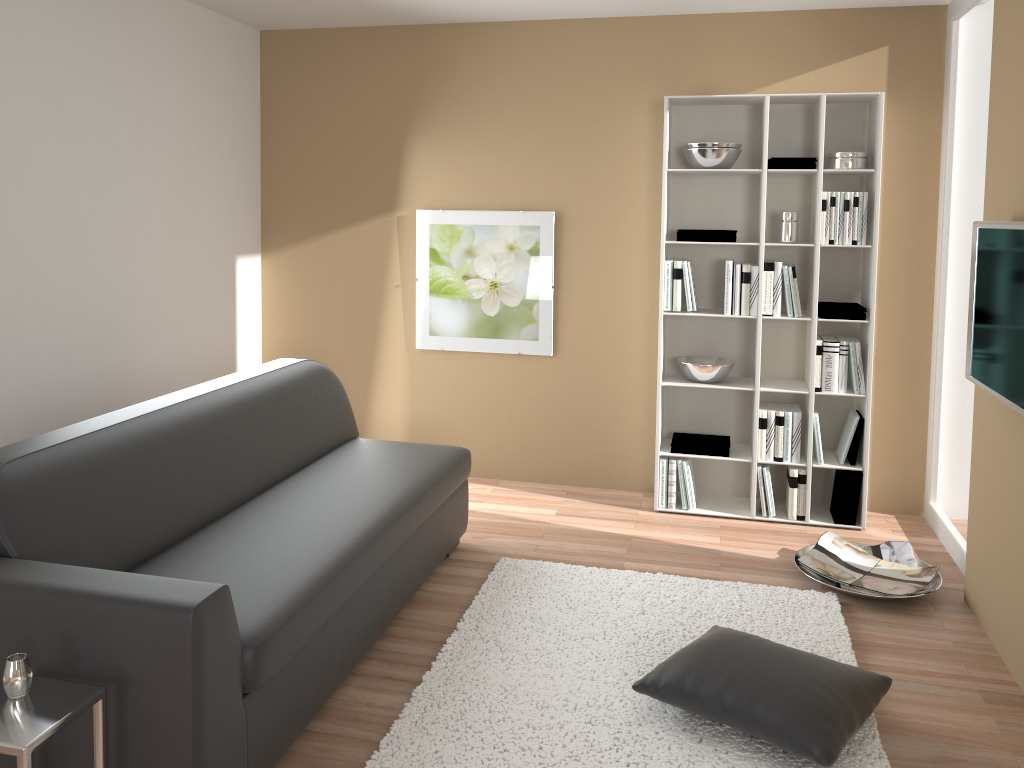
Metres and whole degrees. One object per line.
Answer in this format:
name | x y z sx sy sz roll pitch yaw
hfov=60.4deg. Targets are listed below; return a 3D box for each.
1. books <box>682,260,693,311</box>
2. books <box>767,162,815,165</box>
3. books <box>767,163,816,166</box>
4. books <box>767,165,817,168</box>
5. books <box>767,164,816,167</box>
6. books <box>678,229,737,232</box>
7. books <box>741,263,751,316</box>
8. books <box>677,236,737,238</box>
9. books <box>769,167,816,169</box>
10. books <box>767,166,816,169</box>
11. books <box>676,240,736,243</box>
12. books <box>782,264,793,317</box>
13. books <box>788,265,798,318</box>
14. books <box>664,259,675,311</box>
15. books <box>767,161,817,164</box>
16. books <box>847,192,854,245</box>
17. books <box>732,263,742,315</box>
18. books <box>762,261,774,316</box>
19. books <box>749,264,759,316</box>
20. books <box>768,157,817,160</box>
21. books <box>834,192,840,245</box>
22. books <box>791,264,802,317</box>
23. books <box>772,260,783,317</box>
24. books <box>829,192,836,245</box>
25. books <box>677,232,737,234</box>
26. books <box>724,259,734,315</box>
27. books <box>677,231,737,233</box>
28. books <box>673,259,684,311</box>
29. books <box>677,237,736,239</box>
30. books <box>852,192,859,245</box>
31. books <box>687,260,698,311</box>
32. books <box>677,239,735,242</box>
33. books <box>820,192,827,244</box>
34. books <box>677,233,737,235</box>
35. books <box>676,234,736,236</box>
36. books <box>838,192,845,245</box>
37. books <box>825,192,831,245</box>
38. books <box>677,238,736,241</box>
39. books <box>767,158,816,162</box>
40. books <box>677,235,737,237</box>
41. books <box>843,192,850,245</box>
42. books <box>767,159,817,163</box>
books | 0.918 -0.518 4.598 0.060 0.257 0.210 2 7 14
books | 1.411 -1.121 4.485 0.210 0.006 0.302 3 11 9
books | 1.412 -1.114 4.483 0.210 0.006 0.302 2 11 8
books | 1.413 -1.105 4.488 0.210 0.006 0.302 2 11 6
books | 1.412 -1.109 4.484 0.210 0.006 0.302 2 11 8
books | 1.017 -0.798 4.575 0.297 0.006 0.213 3 11 13
books | 1.202 -0.491 4.532 0.040 0.256 0.210 2 7 13
books | 1.013 -0.766 4.578 0.297 0.006 0.213 3 11 13
books | 1.412 -1.093 4.486 0.210 0.006 0.302 2 11 8
books | 1.412 -1.098 4.486 0.210 0.006 0.302 2 11 8
books | 1.011 -0.744 4.579 0.297 0.007 0.213 3 11 13
books | 1.404 -0.481 4.498 0.060 0.257 0.210 2 7 13
books | 1.428 -0.477 4.488 0.058 0.255 0.210 2 7 13
books | 0.826 -0.524 4.623 0.040 0.256 0.210 2 7 13
books | 1.416 -1.126 4.483 0.210 0.008 0.302 2 11 8
books | 1.680 -0.827 4.396 0.020 0.256 0.210 2 7 13
books | 1.163 -0.494 4.547 0.040 0.256 0.210 2 7 13
books | 1.311 -0.494 4.522 0.053 0.270 0.210 2 7 13
books | 1.244 -0.486 4.530 0.040 0.249 0.210 2 7 13
books | 1.412 -1.141 4.479 0.210 0.006 0.302 2 11 8
books | 1.616 -0.830 4.410 0.020 0.256 0.210 2 7 13
books | 1.449 -0.481 4.500 0.058 0.255 0.210 2 7 13
books | 1.358 -0.493 4.513 0.040 0.273 0.210 2 7 13
books | 1.596 -0.831 4.413 0.020 0.256 0.210 2 7 13
books | 1.014 -0.788 4.580 0.297 0.008 0.213 3 11 13
books | 1.122 -0.505 4.556 0.040 0.273 0.210 2 7 13
books | 1.016 -0.793 4.575 0.297 0.007 0.213 3 11 13
books | 0.870 -0.520 4.607 0.040 0.256 0.210 2 7 13
books | 1.010 -0.761 4.580 0.297 0.006 0.213 3 11 11
books | 1.700 -0.825 4.389 0.020 0.256 0.210 2 7 13
books | 0.944 -0.518 4.604 0.058 0.255 0.210 2 7 13
books | 1.012 -0.749 4.580 0.297 0.006 0.213 3 11 13
books | 1.554 -0.833 4.419 0.020 0.256 0.210 2 7 13
books | 1.014 -0.783 4.581 0.297 0.008 0.213 3 11 13
books | 1.012 -0.777 4.576 0.297 0.006 0.213 4 11 14
books | 1.637 -0.829 4.405 0.020 0.256 0.210 2 7 13
books | 1.576 -0.833 4.421 0.020 0.256 0.210 2 7 13
books | 1.012 -0.755 4.579 0.297 0.006 0.213 3 11 13
books | 1.411 -1.136 4.480 0.210 0.007 0.302 2 11 8
books | 1.014 -0.771 4.578 0.297 0.006 0.213 3 11 13
books | 1.657 -0.827 4.394 0.020 0.256 0.210 2 7 13
books | 1.416 -1.131 4.483 0.210 0.008 0.302 2 11 8
